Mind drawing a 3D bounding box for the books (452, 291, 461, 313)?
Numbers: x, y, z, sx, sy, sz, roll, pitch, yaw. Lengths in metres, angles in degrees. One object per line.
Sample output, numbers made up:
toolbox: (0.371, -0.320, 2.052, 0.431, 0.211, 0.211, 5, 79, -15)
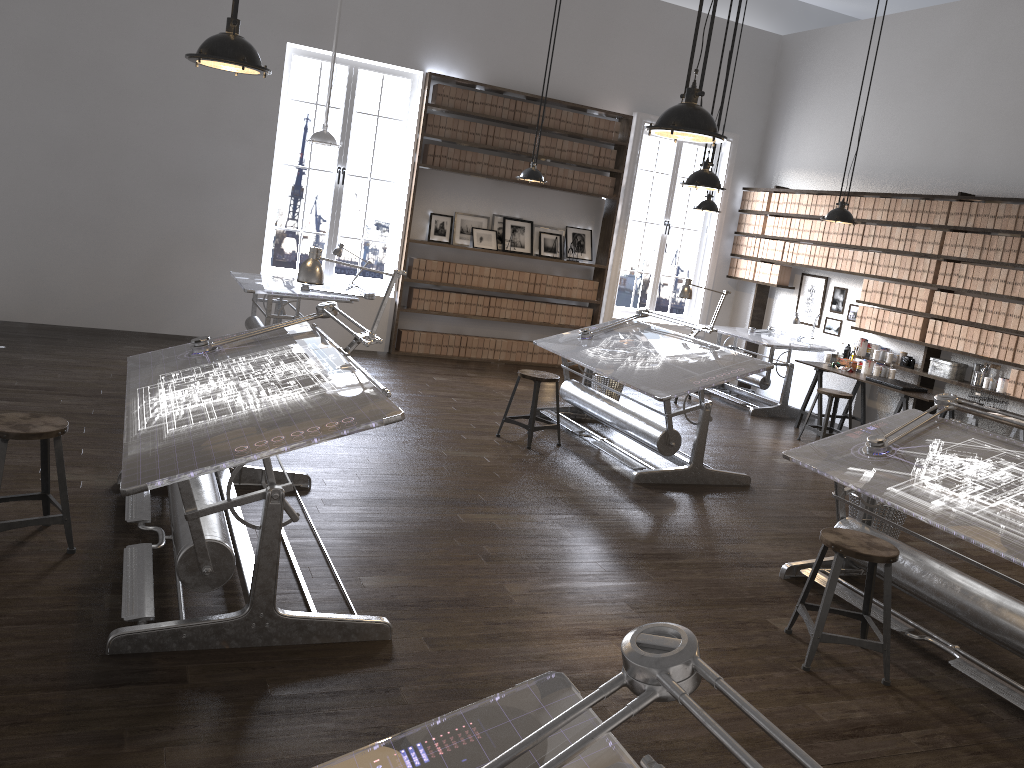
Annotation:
books: (-0.644, -0.917, 9.932, 0.066, 0.224, 0.176, 5, 9, -24)

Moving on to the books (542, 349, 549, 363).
books: (0.365, -0.371, 10.466, 0.067, 0.224, 0.176, 5, 9, -24)

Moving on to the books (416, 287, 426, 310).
books: (-1.023, -0.943, 9.760, 0.066, 0.224, 0.176, 5, 9, -24)

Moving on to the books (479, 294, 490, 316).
books: (-0.328, -0.895, 10.073, 0.066, 0.224, 0.176, 5, 9, -24)

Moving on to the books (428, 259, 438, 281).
books: (-0.891, -1.252, 9.760, 0.066, 0.224, 0.176, 5, 9, -24)

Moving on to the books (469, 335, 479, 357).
books: (-0.454, -0.430, 10.110, 0.066, 0.224, 0.176, 5, 9, -24)

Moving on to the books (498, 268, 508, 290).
books: (-0.129, -1.198, 10.099, 0.066, 0.224, 0.176, 5, 9, -24)

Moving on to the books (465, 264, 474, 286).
books: (-0.502, -1.225, 9.933, 0.066, 0.224, 0.176, 5, 9, -24)

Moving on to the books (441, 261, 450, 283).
books: (-0.762, -1.242, 9.813, 0.067, 0.224, 0.176, 5, 9, -24)

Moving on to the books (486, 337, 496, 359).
books: (-0.264, -0.416, 10.192, 0.066, 0.224, 0.176, 5, 9, -24)

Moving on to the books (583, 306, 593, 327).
books: (0.887, -0.808, 10.604, 0.066, 0.224, 0.176, 5, 9, -24)

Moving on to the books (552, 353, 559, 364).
books: (0.488, -0.363, 10.527, 0.066, 0.224, 0.176, 5, 9, -24)

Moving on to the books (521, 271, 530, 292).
books: (0.125, -1.180, 10.208, 0.066, 0.224, 0.176, 5, 9, -24)

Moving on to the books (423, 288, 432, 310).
books: (-0.958, -0.939, 9.792, 0.066, 0.224, 0.176, 5, 9, -24)

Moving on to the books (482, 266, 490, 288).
books: (-0.321, -1.211, 10.010, 0.066, 0.224, 0.176, 5, 9, -24)

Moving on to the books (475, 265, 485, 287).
books: (-0.379, -1.216, 9.986, 0.066, 0.224, 0.176, 5, 9, -24)

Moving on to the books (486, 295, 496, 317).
books: (-0.258, -0.889, 10.098, 0.067, 0.224, 0.176, 5, 9, -24)

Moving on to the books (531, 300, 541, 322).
books: (0.255, -0.853, 10.323, 0.066, 0.224, 0.176, 5, 9, -24)

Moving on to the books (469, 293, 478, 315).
books: (-0.458, -0.904, 10.016, 0.066, 0.224, 0.176, 5, 9, -24)

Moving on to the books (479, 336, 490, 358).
books: (-0.329, -0.420, 10.160, 0.066, 0.224, 0.176, 5, 9, -24)

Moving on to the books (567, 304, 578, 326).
books: (0.697, -0.821, 10.518, 0.067, 0.224, 0.176, 5, 9, -24)

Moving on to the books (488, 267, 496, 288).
books: (-0.254, -1.206, 10.037, 0.067, 0.224, 0.176, 5, 9, -24)

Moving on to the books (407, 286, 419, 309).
books: (-1.089, -0.948, 9.731, 0.067, 0.224, 0.176, 5, 9, -24)

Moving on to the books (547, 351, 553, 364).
books: (0.424, -0.368, 10.499, 0.066, 0.224, 0.176, 5, 9, -24)

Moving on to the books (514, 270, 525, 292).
books: (0.070, -1.183, 10.178, 0.067, 0.224, 0.176, 5, 9, -24)

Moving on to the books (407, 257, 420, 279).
books: (-1.080, -1.265, 9.675, 0.066, 0.224, 0.176, 5, 9, -24)

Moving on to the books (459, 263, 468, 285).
books: (-0.567, -1.229, 9.905, 0.066, 0.224, 0.176, 5, 9, -24)

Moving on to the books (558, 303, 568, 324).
books: (0.577, -0.830, 10.469, 0.066, 0.224, 0.176, 5, 9, -24)

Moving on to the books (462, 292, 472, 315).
books: (-0.522, -0.909, 9.987, 0.066, 0.224, 0.176, 5, 9, -24)

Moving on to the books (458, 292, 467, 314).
books: (-0.581, -0.912, 9.955, 0.067, 0.224, 0.176, 5, 9, -24)

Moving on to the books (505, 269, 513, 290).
books: (-0.064, -1.193, 10.123, 0.066, 0.224, 0.176, 5, 9, -24)

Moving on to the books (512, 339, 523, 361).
books: (0.050, -0.394, 10.335, 0.066, 0.224, 0.176, 5, 9, -24)

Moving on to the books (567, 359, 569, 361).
books: (0.618, -0.354, 10.585, 0.066, 0.224, 0.176, 5, 9, -24)

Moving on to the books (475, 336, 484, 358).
books: (-0.395, -0.424, 10.131, 0.067, 0.224, 0.176, 5, 9, -24)

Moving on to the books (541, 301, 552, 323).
books: (0.382, -0.845, 10.387, 0.066, 0.224, 0.176, 5, 9, -24)

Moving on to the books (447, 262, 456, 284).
books: (-0.696, -1.239, 9.848, 0.066, 0.224, 0.176, 5, 9, -24)

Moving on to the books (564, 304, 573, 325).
books: (0.634, -0.827, 10.496, 0.066, 0.224, 0.176, 5, 9, -24)

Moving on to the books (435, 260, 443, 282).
books: (-0.832, -1.248, 9.788, 0.066, 0.224, 0.176, 5, 9, -24)

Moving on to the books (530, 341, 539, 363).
books: (0.245, -0.380, 10.417, 0.066, 0.224, 0.176, 5, 9, -24)

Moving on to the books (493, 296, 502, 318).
books: (-0.192, -0.886, 10.133, 0.066, 0.224, 0.176, 5, 9, -24)

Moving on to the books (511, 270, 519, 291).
books: (0.004, -1.187, 10.149, 0.066, 0.224, 0.176, 5, 9, -24)

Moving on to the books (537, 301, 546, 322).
books: (0.320, -0.849, 10.355, 0.066, 0.224, 0.176, 5, 9, -24)

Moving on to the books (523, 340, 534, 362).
books: (0.180, -0.384, 10.386, 0.067, 0.224, 0.176, 5, 9, -24)

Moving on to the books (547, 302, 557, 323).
books: (0.446, -0.840, 10.413, 0.066, 0.224, 0.176, 5, 9, -24)

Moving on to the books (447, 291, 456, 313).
books: (-0.701, -0.921, 9.906, 0.066, 0.224, 0.176, 5, 9, -24)

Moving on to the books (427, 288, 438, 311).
books: (-0.896, -0.936, 9.824, 0.066, 0.224, 0.176, 5, 9, -24)

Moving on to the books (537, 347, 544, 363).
books: (0.302, -0.376, 10.444, 0.066, 0.224, 0.176, 5, 9, -24)

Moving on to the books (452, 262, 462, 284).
books: (-0.630, -1.233, 9.873, 0.066, 0.224, 0.176, 5, 9, -24)

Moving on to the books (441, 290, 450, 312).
books: (-0.766, -0.925, 9.875, 0.067, 0.224, 0.176, 5, 9, -24)

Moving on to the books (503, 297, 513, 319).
books: (-0.065, -0.876, 10.186, 0.066, 0.224, 0.176, 5, 9, -24)

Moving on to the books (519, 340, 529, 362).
books: (0.114, -0.389, 10.361, 0.066, 0.224, 0.176, 5, 9, -24)

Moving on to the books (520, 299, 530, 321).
books: (0.130, -0.862, 10.273, 0.066, 0.224, 0.176, 5, 9, -24)

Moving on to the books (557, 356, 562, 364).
books: (0.555, -0.357, 10.552, 0.066, 0.224, 0.176, 5, 9, -24)

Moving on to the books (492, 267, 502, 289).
books: (-0.192, -1.202, 10.069, 0.066, 0.224, 0.176, 5, 9, -24)

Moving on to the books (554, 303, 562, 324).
books: (0.512, -0.835, 10.438, 0.067, 0.224, 0.176, 5, 9, -24)

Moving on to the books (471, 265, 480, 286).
books: (-0.438, -1.219, 9.955, 0.067, 0.224, 0.176, 5, 9, -24)

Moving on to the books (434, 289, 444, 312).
books: (-0.832, -0.931, 9.850, 0.066, 0.224, 0.176, 5, 9, -24)

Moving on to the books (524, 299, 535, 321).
books: (0.189, -0.857, 10.294, 0.067, 0.224, 0.176, 5, 9, -24)
